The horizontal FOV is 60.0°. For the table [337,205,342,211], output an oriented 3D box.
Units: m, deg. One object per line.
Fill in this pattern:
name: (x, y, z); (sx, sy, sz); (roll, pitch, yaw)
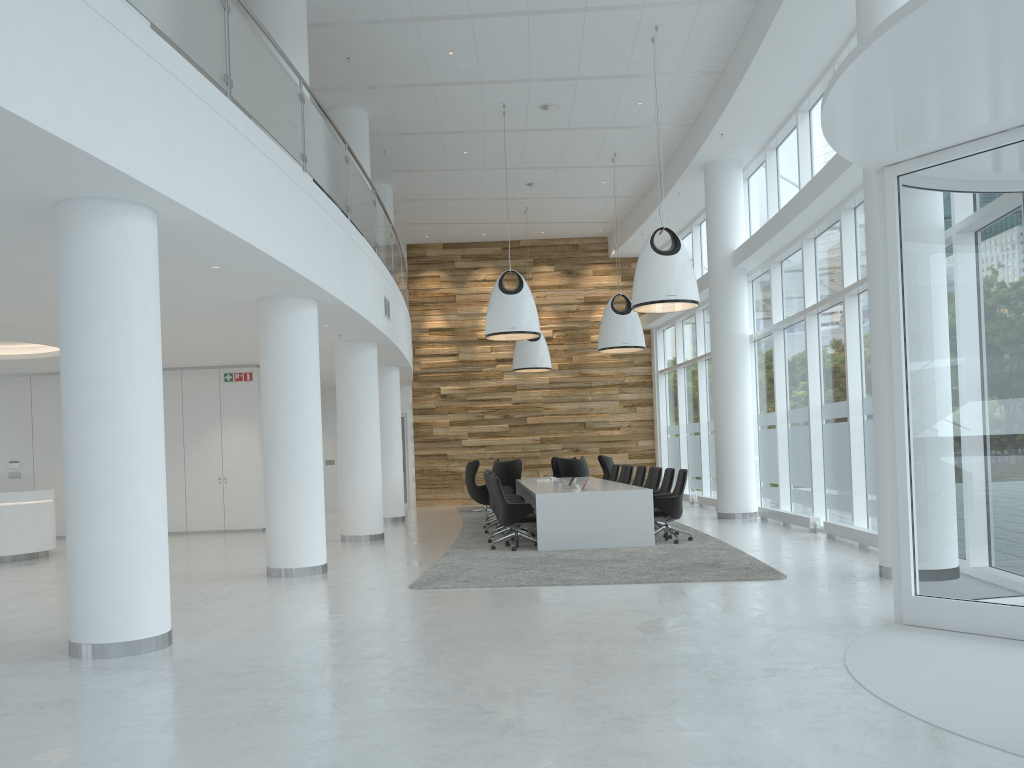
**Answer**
table: (-2.619, -2.058, 11.986); (0.799, 0.753, 0.801); (-2, -3, -12)

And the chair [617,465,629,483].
chair: (1.890, 2.006, 16.581); (0.674, 0.965, 0.687); (-2, -2, -2)

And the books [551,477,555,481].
books: (0.808, 1.870, 16.890); (0.139, 0.223, 0.162); (-2, -2, -2)

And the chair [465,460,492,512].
chair: (-0.571, 2.251, 19.690); (0.917, 1.151, 0.916); (-2, -2, -12)

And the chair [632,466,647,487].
chair: (1.983, 1.881, 15.034); (0.673, 0.965, 0.687); (-2, -2, -7)

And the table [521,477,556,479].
table: (0.598, 2.432, 19.719); (0.800, 0.695, 0.800); (-3, -3, 23)

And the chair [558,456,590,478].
chair: (1.214, 2.108, 18.736); (0.913, 1.151, 0.919); (0, -3, -42)

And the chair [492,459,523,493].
chair: (0.031, 2.152, 18.721); (0.914, 1.151, 0.918); (-3, -2, 18)

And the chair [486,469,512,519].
chair: (-0.193, 2.143, 17.309); (0.674, 0.965, 0.686); (-2, -2, 3)

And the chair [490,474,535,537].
chair: (-0.007, 1.830, 13.397); (0.674, 0.965, 0.687); (-2, -2, -2)

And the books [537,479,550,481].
books: (0.585, 1.793, 16.611); (0.224, 0.026, 0.264); (-3, -4, 8)

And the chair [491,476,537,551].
chair: (0.041, 1.696, 11.708); (0.673, 0.965, 0.687); (-2, -2, -7)

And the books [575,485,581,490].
books: (0.960, 1.513, 12.357); (0.143, 0.226, 0.204); (-2, -2, -3)

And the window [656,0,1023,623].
window: (-16.318, 0.265, 18.510); (63.039, 6.133, 30.824); (-6, -6, 38)

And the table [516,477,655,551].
table: (0.952, 2.004, 14.585); (1.500, 0.738, 6.572); (-2, -4, -2)

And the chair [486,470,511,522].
chair: (-0.167, 2.078, 16.496); (0.674, 0.965, 0.687); (-2, -2, -2)

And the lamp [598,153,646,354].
lamp: (1.957, -2.434, 16.409); (0.885, 3.643, 0.883); (-3, -1, 41)

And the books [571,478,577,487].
books: (0.990, 1.687, 14.799); (0.158, 0.241, 0.353); (-2, -3, -2)

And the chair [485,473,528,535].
chair: (-0.116, 1.891, 14.130); (0.673, 0.965, 0.687); (-2, -2, -7)

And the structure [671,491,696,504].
structure: (3.834, 2.639, 20.703); (0.150, 0.213, 2.696); (-2, -4, -6)

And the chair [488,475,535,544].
chair: (-0.023, 1.767, 12.582); (0.674, 0.965, 0.687); (-2, -2, -2)

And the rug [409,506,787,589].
rug: (0.801, 2.406, 14.915); (3.938, 0.010, 13.481); (-2, -4, -2)

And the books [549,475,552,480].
books: (0.790, 1.889, 17.228); (0.153, 0.241, 0.183); (-2, -2, -2)

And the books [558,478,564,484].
books: (0.866, 1.721, 15.132); (0.153, 0.238, 0.191); (-2, -2, -2)

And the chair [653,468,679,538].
chair: (2.034, 1.695, 12.668); (0.674, 0.965, 0.687); (-2, -2, -2)

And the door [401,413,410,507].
door: (-3.536, 1.981, 22.721); (1.805, 2.399, 0.132); (-2, -1, 0)

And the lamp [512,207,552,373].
lamp: (0.379, -2.112, 19.760); (0.885, 3.643, 0.883); (-3, -1, 36)

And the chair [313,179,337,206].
chair: (-2.668, -2.324, 11.160); (0.913, 1.151, 0.919); (-2, -2, -11)

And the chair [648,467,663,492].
chair: (1.995, 1.760, 13.486); (0.674, 0.965, 0.687); (-2, -2, -2)

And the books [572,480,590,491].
books: (1.006, 1.540, 12.854); (0.231, 0.275, 0.598); (-3, -4, 18)

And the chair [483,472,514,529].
chair: (-0.164, 1.954, 14.914); (0.674, 0.965, 0.686); (-2, -2, 3)

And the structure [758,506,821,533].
structure: (4.232, 2.070, 13.627); (0.150, 0.213, 2.695); (-2, -4, 0)

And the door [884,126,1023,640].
door: (3.890, -0.099, 4.421); (2.997, 3.106, 3.002); (-3, -2, 8)

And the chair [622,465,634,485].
chair: (1.874, 1.943, 15.766); (0.674, 0.965, 0.687); (-2, -2, -2)

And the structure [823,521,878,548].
structure: (4.161, 1.825, 10.451); (0.150, 0.213, 2.695); (-2, -4, 2)

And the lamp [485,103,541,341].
lamp: (-0.057, -2.552, 13.917); (0.885, 3.643, 0.883); (-3, -1, 43)

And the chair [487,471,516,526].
chair: (-0.128, 2.013, 15.677); (0.674, 0.965, 0.687); (-2, -2, -2)

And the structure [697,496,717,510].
structure: (4.101, 2.382, 17.554); (0.150, 0.213, 2.696); (-2, -4, -4)

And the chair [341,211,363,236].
chair: (-2.618, -2.192, 12.869); (0.913, 1.151, 0.919); (-2, -2, -9)

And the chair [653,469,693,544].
chair: (2.060, 1.630, 11.855); (0.674, 0.965, 0.686); (-2, -2, 3)

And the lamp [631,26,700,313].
lamp: (1.932, -2.811, 11.579); (0.885, 3.643, 0.883); (-3, -1, 44)

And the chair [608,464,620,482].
chair: (1.826, 2.077, 17.456); (0.673, 0.965, 0.687); (-2, -2, -7)

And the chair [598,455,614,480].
chair: (1.846, 2.167, 19.802); (0.917, 1.151, 0.916); (-2, -2, -12)

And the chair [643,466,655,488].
chair: (2.031, 1.818, 14.250); (0.674, 0.965, 0.686); (-2, -2, 3)

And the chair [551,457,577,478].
chair: (1.149, 2.269, 20.766); (0.914, 1.151, 0.918); (-3, -2, 18)

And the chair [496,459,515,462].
chair: (-0.016, 2.311, 20.722); (0.913, 1.151, 0.919); (0, -3, -42)

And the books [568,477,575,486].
books: (0.974, 1.668, 14.779); (0.139, 0.229, 0.357); (-2, -3, -2)
